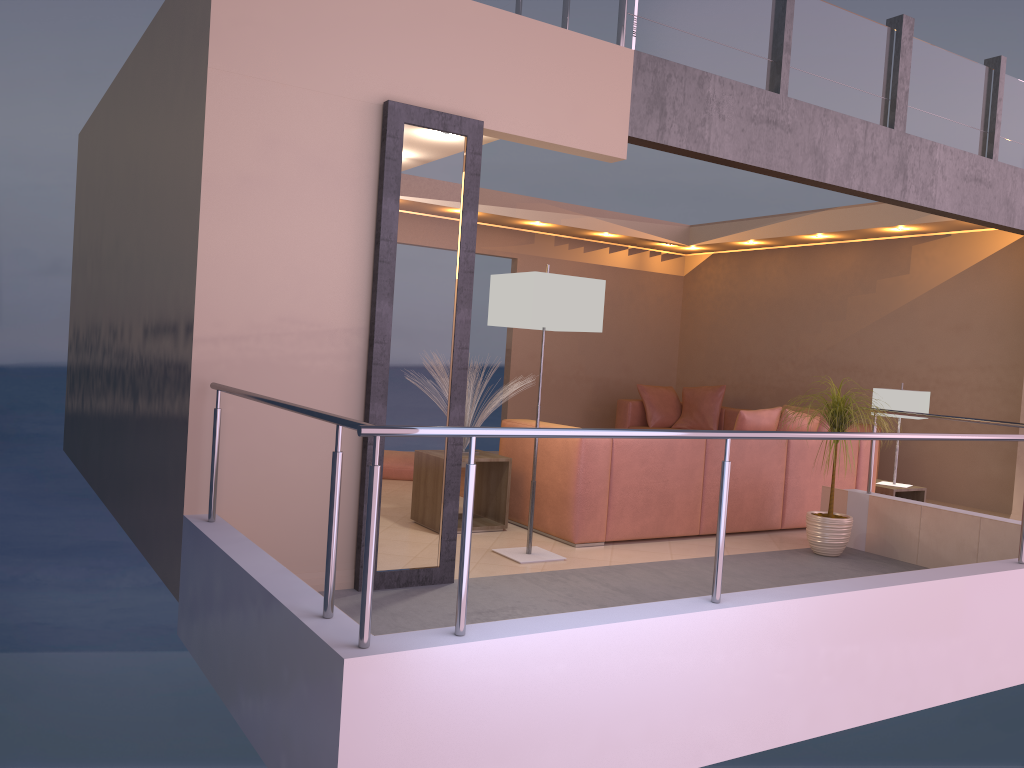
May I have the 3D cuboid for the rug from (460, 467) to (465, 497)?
[{"bbox_3d":[0.473,0.858,7.752,2.626,0.005,1.833,3,2,-32],"label":"rug"}]

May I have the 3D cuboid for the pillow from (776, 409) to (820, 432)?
[{"bbox_3d":[2.029,0.397,6.461,0.255,0.446,0.492,6,3,41],"label":"pillow"}]

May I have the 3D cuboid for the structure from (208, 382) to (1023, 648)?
[{"bbox_3d":[0.957,0.394,3.926,4.176,0.541,1.663,3,2,-32],"label":"structure"}]

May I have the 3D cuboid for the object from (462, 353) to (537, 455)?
[{"bbox_3d":[-0.241,0.123,5.415,0.703,0.634,0.700,4,2,14],"label":"object"}]

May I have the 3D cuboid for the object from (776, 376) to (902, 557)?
[{"bbox_3d":[1.960,0.498,5.378,0.729,1.088,0.703,5,2,27],"label":"object"}]

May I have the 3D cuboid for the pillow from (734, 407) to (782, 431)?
[{"bbox_3d":[1.694,0.384,6.257,0.470,0.468,0.211,2,3,-37],"label":"pillow"}]

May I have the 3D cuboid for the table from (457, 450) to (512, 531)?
[{"bbox_3d":[-0.320,0.651,5.508,0.469,0.436,0.415,3,2,-32],"label":"table"}]

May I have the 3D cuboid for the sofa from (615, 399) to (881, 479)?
[{"bbox_3d":[2.249,0.598,9.005,0.943,0.672,2.781,3,2,-32],"label":"sofa"}]

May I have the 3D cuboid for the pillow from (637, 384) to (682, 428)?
[{"bbox_3d":[1.678,0.262,9.857,0.554,0.486,0.335,2,2,-36],"label":"pillow"}]

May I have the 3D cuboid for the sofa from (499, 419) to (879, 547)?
[{"bbox_3d":[1.297,0.633,6.209,2.781,0.672,0.943,3,2,-32],"label":"sofa"}]

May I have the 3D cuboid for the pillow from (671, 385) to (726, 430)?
[{"bbox_3d":[2.043,0.254,9.630,0.582,0.528,0.302,6,3,41],"label":"pillow"}]

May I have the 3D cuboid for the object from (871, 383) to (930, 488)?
[{"bbox_3d":[3.013,0.389,6.915,0.344,0.799,0.344,5,3,37],"label":"object"}]

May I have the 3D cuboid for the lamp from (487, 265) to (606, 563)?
[{"bbox_3d":[0.143,0.144,4.809,0.454,1.578,0.454,3,2,-32],"label":"lamp"}]

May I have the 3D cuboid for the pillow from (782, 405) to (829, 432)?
[{"bbox_3d":[2.182,0.402,6.778,0.314,0.455,0.519,2,2,-36],"label":"pillow"}]

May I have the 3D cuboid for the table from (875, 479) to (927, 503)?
[{"bbox_3d":[2.792,0.902,7.161,0.412,0.268,0.918,3,2,-32],"label":"table"}]

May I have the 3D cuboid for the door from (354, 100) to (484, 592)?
[{"bbox_3d":[-0.418,-0.149,4.033,0.480,2.160,0.056,3,2,-32],"label":"door"}]
